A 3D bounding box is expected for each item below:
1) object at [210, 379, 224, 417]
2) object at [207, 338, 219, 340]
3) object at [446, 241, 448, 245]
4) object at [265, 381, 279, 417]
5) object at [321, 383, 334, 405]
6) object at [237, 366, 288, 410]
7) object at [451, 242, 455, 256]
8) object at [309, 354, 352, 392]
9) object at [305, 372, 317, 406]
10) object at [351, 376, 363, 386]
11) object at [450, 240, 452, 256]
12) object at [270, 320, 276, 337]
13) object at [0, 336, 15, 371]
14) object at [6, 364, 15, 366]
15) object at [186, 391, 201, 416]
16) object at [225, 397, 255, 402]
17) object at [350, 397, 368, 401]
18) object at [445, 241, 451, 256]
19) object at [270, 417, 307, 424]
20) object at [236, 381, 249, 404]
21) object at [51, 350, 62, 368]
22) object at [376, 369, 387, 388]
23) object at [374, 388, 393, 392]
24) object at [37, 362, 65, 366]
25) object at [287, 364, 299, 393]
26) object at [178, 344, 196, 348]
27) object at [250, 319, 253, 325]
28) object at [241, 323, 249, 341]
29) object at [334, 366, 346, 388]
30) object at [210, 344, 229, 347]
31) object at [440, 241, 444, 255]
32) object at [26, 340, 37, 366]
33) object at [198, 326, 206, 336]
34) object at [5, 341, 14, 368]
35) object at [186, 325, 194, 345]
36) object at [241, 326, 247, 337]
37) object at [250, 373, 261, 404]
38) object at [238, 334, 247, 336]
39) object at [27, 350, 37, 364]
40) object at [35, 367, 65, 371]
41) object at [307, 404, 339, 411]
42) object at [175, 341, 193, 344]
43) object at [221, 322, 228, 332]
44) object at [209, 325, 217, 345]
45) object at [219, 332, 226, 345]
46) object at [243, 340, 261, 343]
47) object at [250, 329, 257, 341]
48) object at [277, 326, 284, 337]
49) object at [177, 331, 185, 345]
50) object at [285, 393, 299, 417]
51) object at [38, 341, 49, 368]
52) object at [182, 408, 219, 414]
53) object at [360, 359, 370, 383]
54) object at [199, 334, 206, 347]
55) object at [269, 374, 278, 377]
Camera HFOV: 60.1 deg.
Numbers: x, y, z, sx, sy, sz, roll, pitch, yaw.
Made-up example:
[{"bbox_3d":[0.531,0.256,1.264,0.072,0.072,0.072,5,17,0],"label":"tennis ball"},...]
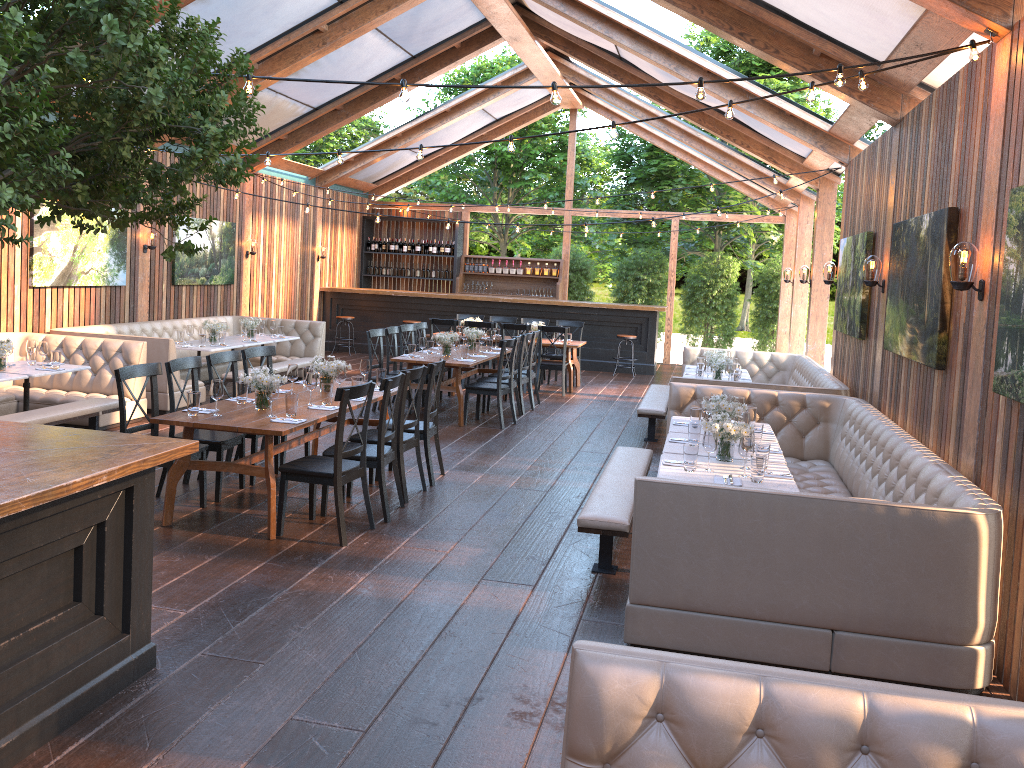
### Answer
[{"bbox_3d":[-2.006,0.095,6.010,0.092,0.243,0.093,2,4,-7],"label":"object"},{"bbox_3d":[-4.000,-0.622,12.049,0.255,0.019,0.158,5,8,13],"label":"object"},{"bbox_3d":[-1.433,-2.968,19.374,0.077,0.308,0.078,2,4,-9],"label":"object"},{"bbox_3d":[-1.651,0.103,6.089,0.092,0.243,0.093,1,5,-30],"label":"object"},{"bbox_3d":[-1.404,0.077,6.722,0.092,0.157,0.092,5,5,19],"label":"object"},{"bbox_3d":[-1.781,0.030,6.349,0.336,0.308,0.331,4,6,8],"label":"object"},{"bbox_3d":[-1.282,-2.934,19.200,0.075,0.301,0.075,5,4,29],"label":"object"},{"bbox_3d":[-1.526,-0.089,7.365,0.336,0.308,0.330,-2,7,-40],"label":"object"},{"bbox_3d":[-1.514,0.035,6.666,0.092,0.243,0.092,4,4,10],"label":"object"},{"bbox_3d":[-1.267,0.019,7.224,0.092,0.157,0.092,7,6,38],"label":"object"},{"bbox_3d":[-1.329,-2.973,19.366,0.087,0.333,0.088,2,4,-8],"label":"object"},{"bbox_3d":[-3.449,-0.799,12.764,0.092,0.243,0.093,0,5,-35],"label":"object"},{"bbox_3d":[-4.632,-0.272,7.974,0.337,0.308,0.330,6,6,29],"label":"object"},{"bbox_3d":[-4.814,-0.187,8.368,0.255,0.019,0.158,5,8,13],"label":"object"},{"bbox_3d":[-2.154,0.134,5.981,0.092,0.157,0.092,7,6,38],"label":"object"},{"bbox_3d":[-2.031,0.117,6.725,0.255,0.019,0.158,5,8,13],"label":"object"},{"bbox_3d":[-1.289,0.110,7.047,0.255,0.019,0.158,5,8,13],"label":"object"},{"bbox_3d":[-1.393,-2.950,19.239,0.136,0.314,0.137,4,4,19],"label":"object"},{"bbox_3d":[-1.524,0.239,5.958,0.255,0.019,0.158,5,8,13],"label":"object"},{"bbox_3d":[-1.998,0.064,6.548,0.092,0.157,0.092,7,6,38],"label":"object"},{"bbox_3d":[-4.327,-0.235,8.398,0.092,0.157,0.092,3,5,-1],"label":"object"},{"bbox_3d":[-1.154,-0.050,7.797,0.092,0.157,0.092,-1,6,-41],"label":"object"},{"bbox_3d":[-1.161,0.043,7.615,0.255,0.019,0.158,5,8,13],"label":"object"},{"bbox_3d":[-4.480,-0.196,8.574,0.157,0.019,0.256,5,8,12],"label":"object"},{"bbox_3d":[-1.765,-0.037,7.112,0.092,0.243,0.093,0,5,-35],"label":"object"},{"bbox_3d":[-3.986,-0.472,10.895,0.157,0.019,0.256,5,8,12],"label":"object"},{"bbox_3d":[-3.719,-0.799,12.654,0.092,0.243,0.093,0,5,-35],"label":"object"},{"bbox_3d":[-3.619,-0.707,11.987,0.092,0.243,0.093,0,5,-35],"label":"object"},{"bbox_3d":[-1.391,-0.021,7.152,0.092,0.243,0.092,4,4,15],"label":"object"},{"bbox_3d":[-3.686,-0.485,11.121,0.255,0.019,0.158,5,8,13],"label":"object"},{"bbox_3d":[-1.515,-2.954,19.224,0.078,0.311,0.078,3,4,7],"label":"object"},{"bbox_3d":[-4.595,-0.300,8.454,0.092,0.243,0.093,1,5,-30],"label":"object"},{"bbox_3d":[-3.859,-0.592,11.002,0.092,0.243,0.093,1,5,-30],"label":"object"},{"bbox_3d":[-4.695,-0.277,8.240,0.092,0.243,0.093,1,5,-30],"label":"object"},{"bbox_3d":[-4.055,-0.620,11.141,0.092,0.243,0.093,1,5,-30],"label":"object"},{"bbox_3d":[-3.821,-0.756,12.611,0.092,0.157,0.092,3,5,-1],"label":"object"},{"bbox_3d":[-1.911,0.024,6.603,0.092,0.243,0.092,4,4,10],"label":"object"},{"bbox_3d":[-3.838,-0.709,12.781,0.255,0.019,0.158,5,8,13],"label":"object"},{"bbox_3d":[-4.642,-0.272,8.556,0.092,0.157,0.092,-1,6,-41],"label":"object"},{"bbox_3d":[-4.318,-0.144,8.237,0.255,0.019,0.158,5,8,13],"label":"object"},{"bbox_3d":[-1.412,0.168,6.551,0.255,0.019,0.158,5,8,13],"label":"object"},{"bbox_3d":[-4.174,-0.530,11.269,0.255,0.019,0.158,5,8,13],"label":"object"},{"bbox_3d":[-3.881,-0.712,11.922,0.092,0.243,0.093,0,5,-35],"label":"object"},{"bbox_3d":[-3.794,-0.618,11.235,0.092,0.243,0.093,1,5,-30],"label":"object"},{"bbox_3d":[-3.696,-0.577,11.282,0.092,0.157,0.092,3,5,-1],"label":"object"},{"bbox_3d":[-3.511,-0.574,11.873,0.255,0.019,0.158,5,8,13],"label":"object"},{"bbox_3d":[-3.521,-0.665,12.034,0.092,0.157,0.092,3,5,-1],"label":"object"},{"bbox_3d":[-3.352,-0.757,12.812,0.092,0.157,0.092,3,5,-1],"label":"object"},{"bbox_3d":[-4.157,-0.577,11.099,0.092,0.157,0.092,3,5,-1],"label":"object"},{"bbox_3d":[-1.530,0.145,6.147,0.092,0.157,0.092,5,5,29],"label":"object"},{"bbox_3d":[-4.425,-0.277,8.351,0.092,0.243,0.092,4,4,15],"label":"object"},{"bbox_3d":[-2.145,0.181,6.155,0.255,0.019,0.158,5,8,13],"label":"object"},{"bbox_3d":[-1.287,-0.091,7.733,0.092,0.243,0.092,4,4,15],"label":"object"},{"bbox_3d":[-3.816,-0.534,10.905,0.092,0.157,0.092,3,5,-1],"label":"object"},{"bbox_3d":[-1.909,0.004,7.076,0.092,0.157,0.092,1,5,-21],"label":"object"}]
